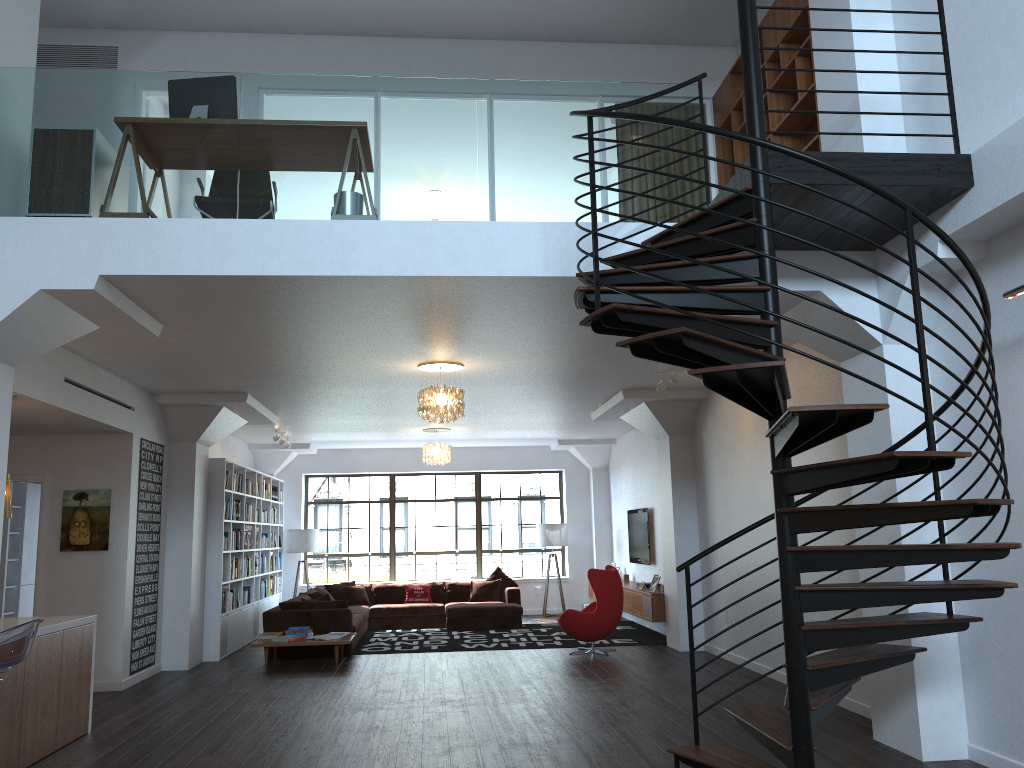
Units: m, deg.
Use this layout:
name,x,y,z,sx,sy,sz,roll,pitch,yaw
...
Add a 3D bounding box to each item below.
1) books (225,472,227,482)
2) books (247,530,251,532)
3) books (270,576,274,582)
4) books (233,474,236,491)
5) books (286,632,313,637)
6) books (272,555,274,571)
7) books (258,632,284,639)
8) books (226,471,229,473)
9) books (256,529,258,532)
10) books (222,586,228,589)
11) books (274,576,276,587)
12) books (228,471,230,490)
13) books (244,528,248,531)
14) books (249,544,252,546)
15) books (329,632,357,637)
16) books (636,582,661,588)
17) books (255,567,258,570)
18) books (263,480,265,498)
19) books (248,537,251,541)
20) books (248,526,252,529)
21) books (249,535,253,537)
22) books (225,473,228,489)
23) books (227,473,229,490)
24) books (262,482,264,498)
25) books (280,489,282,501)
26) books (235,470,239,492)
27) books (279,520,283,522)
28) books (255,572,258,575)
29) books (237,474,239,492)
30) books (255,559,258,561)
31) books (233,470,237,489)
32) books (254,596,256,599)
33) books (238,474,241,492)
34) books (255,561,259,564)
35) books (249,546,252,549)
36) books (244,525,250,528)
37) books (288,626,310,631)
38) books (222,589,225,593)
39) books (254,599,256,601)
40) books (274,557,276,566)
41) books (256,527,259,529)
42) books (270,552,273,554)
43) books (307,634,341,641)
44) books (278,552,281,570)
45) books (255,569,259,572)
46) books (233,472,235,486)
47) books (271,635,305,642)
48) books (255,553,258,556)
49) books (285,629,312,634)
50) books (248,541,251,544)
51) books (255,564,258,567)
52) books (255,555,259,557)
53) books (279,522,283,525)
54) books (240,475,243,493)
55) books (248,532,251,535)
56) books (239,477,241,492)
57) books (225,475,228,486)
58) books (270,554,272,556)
name,x,y,z,sx,sy,sz,roll,pitch,yaw
books,-3.640,1.199,10.982,0.182,0.215,0.188,0,-10,-5
books,-3.831,2.104,12.642,0.223,0.027,0.161,1,-10,-16
books,-3.931,3.261,14.341,0.140,0.298,0.044,0,-10,-5
books,-3.693,1.282,11.533,0.174,0.242,0.105,0,-10,-5
books,-2.528,2.976,10.541,0.312,0.037,0.216,1,-10,-15
books,-3.951,2.903,14.351,0.183,0.253,0.042,0,-10,-5
books,-2.839,2.965,10.454,0.241,0.045,0.334,-1,-10,-4
books,-3.667,1.220,11.201,0.159,0.248,0.089,0,-10,-5
books,-3.834,2.143,12.959,0.223,0.031,0.161,0,-10,-5
books,-3.619,2.498,10.890,0.223,0.027,0.161,-2,-10,4
books,-3.972,3.302,14.553,0.176,0.290,0.053,0,-10,-5
books,-3.669,1.225,11.244,0.170,0.251,0.118,0,-10,-5
books,-3.759,2.007,12.237,0.174,0.045,0.240,0,-10,-6
books,-3.800,2.286,12.577,0.160,0.039,0.251,-1,-10,0
books,-2.037,2.961,10.521,0.256,0.035,0.350,-5,-10,20
books,1.926,2.845,12.533,0.250,0.053,0.400,0,-10,-5
books,-3.859,2.700,12.987,0.259,0.040,0.180,0,-10,-5
books,-3.902,1.628,13.671,0.176,0.290,0.053,0,-10,-5
books,-3.813,2.205,12.600,0.168,0.045,0.231,0,-10,-10
books,-3.804,2.043,12.643,0.129,0.043,0.185,-3,-10,9
books,-3.806,2.163,12.604,0.183,0.042,0.253,0,-10,-5
books,-3.654,1.224,11.135,0.161,0.218,0.101,0,-10,-5
books,-3.655,1.227,11.169,0.161,0.222,0.084,0,-10,-5
books,-3.891,1.635,13.586,0.171,0.246,0.057,0,-10,-5
books,-4.031,1.929,15.238,0.140,0.231,0.042,0,-10,-5
books,-3.717,1.285,11.684,0.197,0.290,0.136,0,-10,-5
books,-4.043,2.325,14.979,0.284,0.033,0.197,-3,-10,9
books,-3.848,2.770,12.949,0.246,0.038,0.171,0,-10,-5
books,-3.709,1.317,11.751,0.159,0.248,0.089,0,-10,-5
books,-3.844,2.581,12.994,0.223,0.032,0.161,0,-10,-5
books,-3.707,1.273,11.623,0.176,0.293,0.125,0,-10,-5
books,-3.873,3.096,12.860,0.284,0.033,0.197,2,-10,-20
books,-3.709,1.321,11.784,0.182,0.253,0.098,0,-10,-5
books,-3.849,2.614,12.981,0.253,0.040,0.183,0,-10,-5
books,-3.796,2.325,12.573,0.171,0.039,0.246,0,-10,-5
books,-3.749,1.967,12.223,0.223,0.027,0.161,-2,-10,4
books,-2.530,2.910,10.554,0.224,0.027,0.157,-1,-10,0
books,-3.628,2.538,10.905,0.174,0.045,0.240,1,-10,-16
books,-3.872,3.129,12.854,0.284,0.035,0.197,0,-10,-5
books,-3.972,2.954,14.569,0.168,0.228,0.139,0,-10,-5
books,-3.835,2.115,12.972,0.224,0.030,0.161,-2,-10,4
books,-3.938,2.689,14.106,0.224,0.030,0.161,-2,-10,4
books,-2.160,2.903,10.169,0.342,0.040,0.231,-8,-12,34
books,-4.009,3.005,15.048,0.176,0.290,0.053,0,-10,-5
books,-3.851,2.734,12.957,0.251,0.037,0.160,-1,-10,0
books,-3.691,1.269,11.481,0.170,0.251,0.118,0,-10,-5
books,-2.561,2.909,10.140,0.236,0.035,0.340,-5,-10,19
books,-3.834,2.495,12.996,0.185,0.041,0.129,-3,-10,9
books,-2.534,2.941,10.551,0.279,0.035,0.191,-2,-10,4
books,-3.825,2.246,12.578,0.180,0.042,0.259,0,-10,-5
books,-3.845,2.656,12.982,0.231,0.044,0.168,0,-10,-10
books,-3.830,2.528,12.998,0.208,0.024,0.144,-1,-10,0
books,-4.042,2.359,14.974,0.284,0.035,0.197,-6,-11,24
books,-3.732,1.351,11.970,0.182,0.255,0.077,0,-10,-5
books,-3.814,2.128,12.616,0.161,0.033,0.223,0,-10,-5
books,-3.721,1.340,11.868,0.174,0.243,0.085,0,-10,-5
books,-3.657,1.218,11.070,0.167,0.210,0.162,0,-10,-5
books,-3.936,2.716,14.093,0.223,0.031,0.161,0,-10,-5
